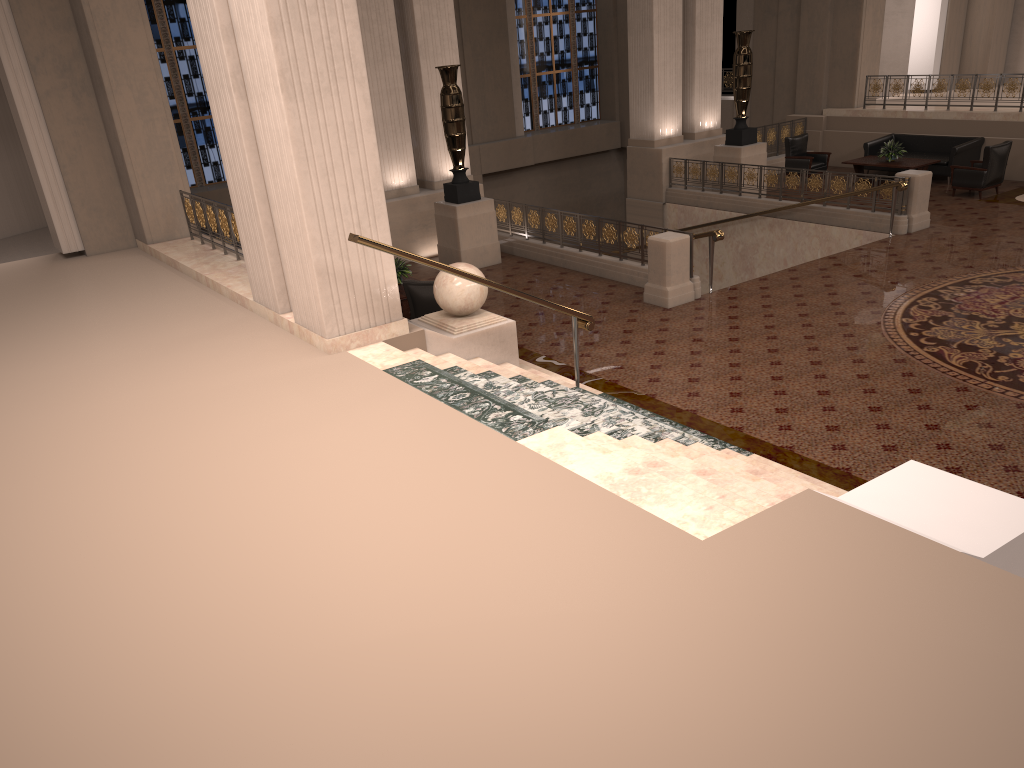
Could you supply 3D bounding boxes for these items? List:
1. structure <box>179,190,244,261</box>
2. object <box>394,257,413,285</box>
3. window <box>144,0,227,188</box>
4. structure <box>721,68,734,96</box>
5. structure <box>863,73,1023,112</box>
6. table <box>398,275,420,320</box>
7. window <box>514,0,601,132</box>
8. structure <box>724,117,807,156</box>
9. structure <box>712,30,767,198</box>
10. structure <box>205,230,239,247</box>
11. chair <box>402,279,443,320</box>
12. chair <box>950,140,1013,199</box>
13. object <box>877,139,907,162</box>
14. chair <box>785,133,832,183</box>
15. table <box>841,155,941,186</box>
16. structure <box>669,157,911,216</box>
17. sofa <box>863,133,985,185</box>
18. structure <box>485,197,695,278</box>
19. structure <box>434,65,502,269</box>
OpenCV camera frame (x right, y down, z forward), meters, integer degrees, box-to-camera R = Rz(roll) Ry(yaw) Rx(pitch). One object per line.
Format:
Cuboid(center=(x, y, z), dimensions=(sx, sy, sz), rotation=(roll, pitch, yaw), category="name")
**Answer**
Cuboid(center=(-3.174, -1.717, 10.002), dimensions=(0.031, 0.654, 3.595), rotation=(-22, 27, -30), category="structure")
Cuboid(center=(-1.498, -1.442, 11.081), dimensions=(0.502, 0.394, 0.502), rotation=(-5, 24, 0), category="object")
Cuboid(center=(-7.546, -6.621, 17.593), dimensions=(2.938, 5.609, 0.067), rotation=(-20, 30, -28), category="window")
Cuboid(center=(4.665, -7.274, 21.364), dimensions=(0.030, 0.699, 2.097), rotation=(-22, 27, -30), category="structure")
Cuboid(center=(8.208, -5.460, 16.507), dimensions=(0.031, 0.654, 3.595), rotation=(-22, 27, -30), category="structure")
Cuboid(center=(-1.610, -1.062, 11.308), dimensions=(0.824, 0.456, 1.435), rotation=(-20, 26, -30), category="table")
Cuboid(center=(0.982, -9.426, 22.467), dimensions=(2.938, 5.609, 0.067), rotation=(-20, 30, -28), category="window")
Cuboid(center=(5.239, -5.007, 18.240), dimensions=(2.493, 0.685, 0.031), rotation=(-18, 29, -28), category="structure")
Cuboid(center=(4.106, -4.761, 15.779), dimensions=(0.688, 2.919, 0.681), rotation=(-21, 30, -29), category="structure")
Cuboid(center=(-3.339, -2.186, 13.338), dimensions=(2.493, 0.685, 0.031), rotation=(-18, 29, -28), category="structure")
Cuboid(center=(-0.776, -0.829, 9.982), dimensions=(0.646, 0.883, 0.687), rotation=(2, 26, 16), category="chair")
Cuboid(center=(7.827, -3.591, 14.734), dimensions=(0.637, 0.883, 0.698), rotation=(-20, 29, -29), category="chair")
Cuboid(center=(6.884, -4.243, 15.980), dimensions=(0.502, 0.394, 0.502), rotation=(-5, 24, 0), category="object")
Cuboid(center=(5.762, -4.418, 17.252), dimensions=(0.634, 0.883, 0.700), rotation=(-23, 30, -34), category="chair")
Cuboid(center=(6.923, -3.869, 16.185), dimensions=(0.824, 0.456, 1.435), rotation=(-20, 26, -30), category="table")
Cuboid(center=(4.342, -3.341, 14.664), dimensions=(0.078, 0.562, 4.806), rotation=(-22, 27, -30), category="structure")
Cuboid(center=(7.664, -4.243, 16.557), dimensions=(0.860, 0.740, 1.871), rotation=(-20, 27, -30), category="sofa")
Cuboid(center=(0.865, -2.197, 12.677), dimensions=(0.078, 0.562, 4.802), rotation=(-21, 27, -29), category="structure")
Cuboid(center=(-0.764, -3.159, 12.996), dimensions=(0.688, 2.919, 0.681), rotation=(-21, 30, -29), category="structure")
